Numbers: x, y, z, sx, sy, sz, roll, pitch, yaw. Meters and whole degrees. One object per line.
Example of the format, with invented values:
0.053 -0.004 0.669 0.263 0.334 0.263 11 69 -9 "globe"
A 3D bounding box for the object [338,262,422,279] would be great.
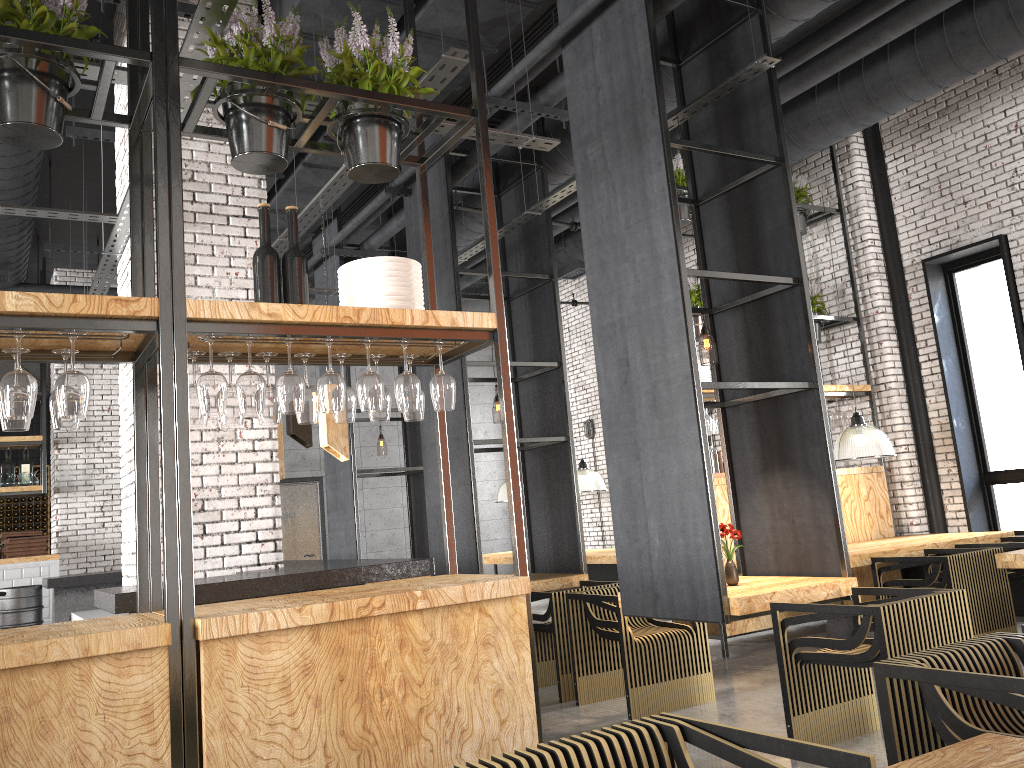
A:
-0.528 -0.425 3.554 0.334 0.039 0.334 -11 -10 34 "object"

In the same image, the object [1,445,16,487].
-6.149 1.007 10.822 0.157 0.556 0.105 0 -11 -27 "object"

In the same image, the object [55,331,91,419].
-1.366 -0.029 2.757 0.101 0.268 0.100 -2 -10 -17 "object"

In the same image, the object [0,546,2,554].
-6.085 1.908 10.132 0.436 0.154 0.439 -8 -9 16 "object"

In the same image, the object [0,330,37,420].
-1.492 -0.029 2.682 0.101 0.268 0.100 -2 -10 -17 "object"

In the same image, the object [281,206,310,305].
-0.829 -0.448 3.381 0.098 0.473 0.098 -9 -10 21 "object"

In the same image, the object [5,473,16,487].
-6.029 1.156 10.655 0.118 0.181 0.118 -12 -11 35 "object"

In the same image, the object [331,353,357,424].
-0.666 0.018 3.497 0.101 0.268 0.100 -9 -10 22 "object"

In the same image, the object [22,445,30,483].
-5.992 1.007 10.926 0.140 0.552 0.096 0 -11 -27 "object"

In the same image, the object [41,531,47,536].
-7.044 2.259 13.361 0.079 0.080 0.280 0 -10 -31 "object"

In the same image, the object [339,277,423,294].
-0.523 -0.368 3.544 0.334 0.043 0.334 -13 -12 42 "object"

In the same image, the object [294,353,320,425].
-0.793 0.019 3.422 0.101 0.268 0.100 -9 -10 22 "object"

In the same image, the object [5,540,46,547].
-5.692 1.866 10.357 0.405 0.044 0.634 0 -10 -30 "object"

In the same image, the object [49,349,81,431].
-1.509 0.020 2.999 0.101 0.268 0.100 -2 -10 -17 "object"

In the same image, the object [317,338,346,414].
-0.649 -0.031 3.181 0.101 0.268 0.100 -9 -10 22 "object"

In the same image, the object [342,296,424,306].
-0.516 -0.295 3.531 0.334 0.040 0.334 -9 -9 23 "object"

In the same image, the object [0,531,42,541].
-5.713 1.767 10.292 0.406 0.094 0.634 0 -10 -33 "object"

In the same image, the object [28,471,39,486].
-5.802 1.150 10.750 0.118 0.181 0.118 -4 -9 -7 "object"

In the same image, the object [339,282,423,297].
-0.521 -0.348 3.541 0.335 0.039 0.333 -2 -9 -23 "object"

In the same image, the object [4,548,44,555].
-5.684 1.953 10.342 0.405 0.044 0.634 -1 -10 -28 "object"

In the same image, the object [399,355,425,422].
-0.412 0.018 3.648 0.101 0.268 0.100 -9 -10 22 "object"

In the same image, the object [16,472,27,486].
-5.934 1.159 10.732 0.118 0.181 0.118 -14 -13 42 "object"

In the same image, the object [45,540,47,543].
-7.043 2.365 13.357 0.079 0.080 0.280 0 -10 -31 "object"

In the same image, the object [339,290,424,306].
-0.518 -0.314 3.535 0.334 0.039 0.334 -9 -9 25 "object"

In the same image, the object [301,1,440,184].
-0.583 -1.130 3.656 0.467 0.561 0.415 2 -12 -37 "object"

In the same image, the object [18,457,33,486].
-5.987 1.083 10.918 0.157 0.407 0.105 0 -11 -27 "object"

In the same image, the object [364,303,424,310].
-0.513 -0.257 3.526 0.333 0.046 0.334 -12 -11 39 "object"

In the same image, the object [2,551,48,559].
-5.680 1.997 10.335 0.405 0.044 0.634 1 -10 -35 "object"

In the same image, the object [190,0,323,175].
-1.000 -1.120 3.467 0.467 0.561 0.415 -1 -10 -23 "object"

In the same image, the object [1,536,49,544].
-5.696 1.822 10.365 0.405 0.044 0.634 1 -11 -37 "object"

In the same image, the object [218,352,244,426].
-1.039 0.019 3.277 0.101 0.268 0.100 -6 -10 5 "object"

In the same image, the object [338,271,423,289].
-0.524 -0.387 3.548 0.334 0.041 0.334 -10 -10 28 "object"

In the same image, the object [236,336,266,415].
-0.895 -0.030 3.035 0.101 0.268 0.100 -6 -10 5 "object"

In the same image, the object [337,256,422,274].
-0.529 -0.444 3.558 0.334 0.039 0.334 -11 -10 32 "object"

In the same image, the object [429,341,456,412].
-0.269 -0.032 3.406 0.101 0.268 0.100 -9 -10 22 "object"

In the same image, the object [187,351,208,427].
-1.149 0.019 3.212 0.101 0.268 0.100 -6 -10 5 "object"

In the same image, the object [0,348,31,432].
-1.636 0.020 2.923 0.101 0.268 0.100 -2 -10 -17 "object"

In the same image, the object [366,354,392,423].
-0.539 0.018 3.573 0.101 0.268 0.100 -9 -10 22 "object"

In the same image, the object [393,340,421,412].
-0.396 -0.031 3.331 0.101 0.268 0.100 -9 -10 22 "object"

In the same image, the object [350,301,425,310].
-0.513 -0.276 3.528 0.334 0.037 0.334 -9 -9 25 "object"

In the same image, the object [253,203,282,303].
-0.921 -0.447 3.326 0.098 0.473 0.098 -9 -10 21 "object"

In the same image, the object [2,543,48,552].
-5.688 1.909 10.350 0.405 0.044 0.634 1 -10 -34 "object"

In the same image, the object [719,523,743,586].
1.269 0.982 5.145 0.156 0.356 0.170 -8 -10 17 "object"

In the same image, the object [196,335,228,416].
-1.006 -0.030 2.970 0.101 0.268 0.100 -6 -10 5 "object"

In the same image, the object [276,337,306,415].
-0.776 -0.030 3.106 0.101 0.268 0.100 -9 -10 22 "object"

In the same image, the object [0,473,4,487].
-6.126 1.154 10.581 0.118 0.181 0.118 -6 -9 2 "object"

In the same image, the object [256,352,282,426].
-0.920 0.019 3.347 0.101 0.268 0.100 -9 -10 22 "object"

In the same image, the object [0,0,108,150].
-1.684 -1.117 3.077 0.416 0.561 0.466 -10 -10 26 "object"

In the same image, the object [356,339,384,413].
-0.523 -0.031 3.256 0.101 0.268 0.100 -9 -10 22 "object"

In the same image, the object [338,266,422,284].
-0.526 -0.406 3.551 0.334 0.044 0.334 -10 -10 29 "object"

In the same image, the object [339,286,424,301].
-0.519 -0.333 3.538 0.335 0.041 0.333 -4 -9 -9 "object"
